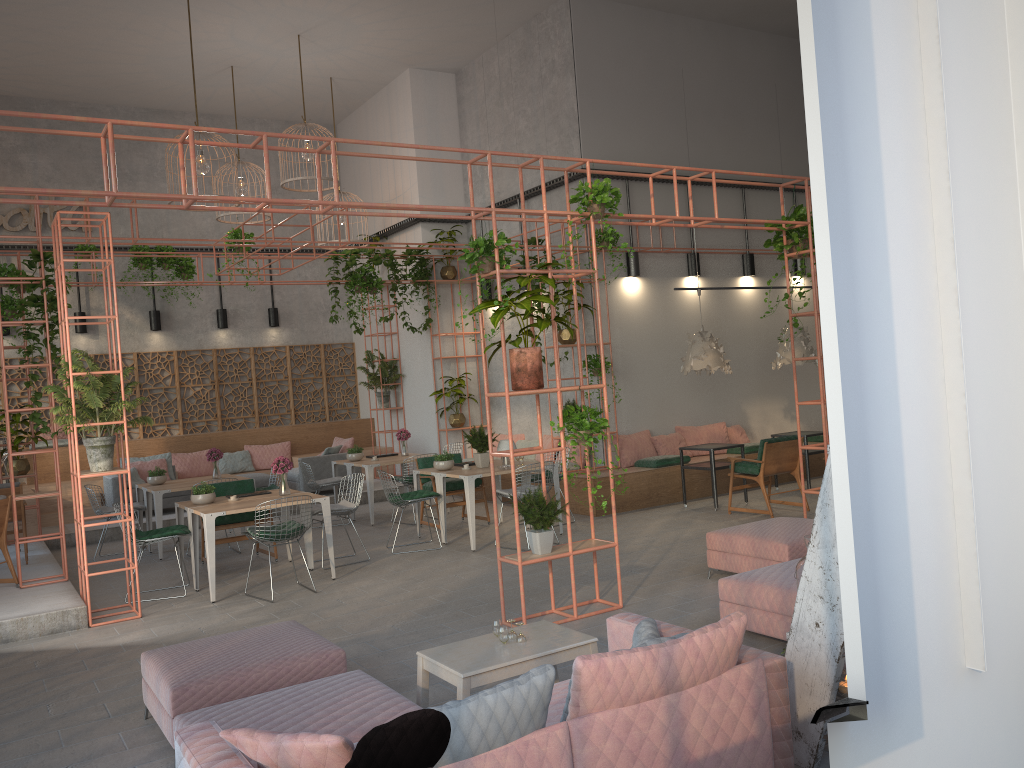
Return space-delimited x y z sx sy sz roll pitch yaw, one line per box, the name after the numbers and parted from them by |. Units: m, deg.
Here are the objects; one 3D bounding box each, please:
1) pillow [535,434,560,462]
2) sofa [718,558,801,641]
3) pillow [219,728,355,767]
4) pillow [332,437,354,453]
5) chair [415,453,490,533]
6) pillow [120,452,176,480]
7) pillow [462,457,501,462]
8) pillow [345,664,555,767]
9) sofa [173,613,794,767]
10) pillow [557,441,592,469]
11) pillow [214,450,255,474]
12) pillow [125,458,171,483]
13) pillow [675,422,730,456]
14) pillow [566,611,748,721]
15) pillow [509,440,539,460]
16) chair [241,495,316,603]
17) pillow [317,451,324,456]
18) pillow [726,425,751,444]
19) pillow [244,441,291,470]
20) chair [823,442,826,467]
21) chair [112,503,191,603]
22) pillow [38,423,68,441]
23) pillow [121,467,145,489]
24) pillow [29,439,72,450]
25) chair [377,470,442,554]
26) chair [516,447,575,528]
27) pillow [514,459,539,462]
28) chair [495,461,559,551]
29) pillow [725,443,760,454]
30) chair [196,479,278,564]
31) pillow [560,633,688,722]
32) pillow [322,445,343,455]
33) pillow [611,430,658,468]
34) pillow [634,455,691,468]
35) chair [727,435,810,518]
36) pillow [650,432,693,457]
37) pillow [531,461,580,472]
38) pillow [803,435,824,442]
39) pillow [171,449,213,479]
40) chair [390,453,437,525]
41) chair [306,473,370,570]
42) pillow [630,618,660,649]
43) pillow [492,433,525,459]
0.536 1.018 13.624 0.276 0.474 0.839 -4 0 -11 | pillow
2.710 1.295 5.717 2.219 0.672 1.960 -5 0 -32 | sofa
-0.682 1.299 2.993 0.495 0.349 0.308 -4 0 18 | pillow
-2.946 1.155 15.206 0.273 0.476 0.836 -5 0 -31 | pillow
-0.794 1.395 11.547 0.722 0.917 0.685 -5 0 -32 | chair
-5.870 1.379 14.235 0.839 0.474 0.276 -5 0 -31 | pillow
-0.483 1.278 14.577 0.491 0.149 0.637 -5 0 -31 | pillow
-0.235 1.219 2.894 0.836 0.476 0.273 -5 0 -31 | pillow
-0.286 1.532 3.857 2.219 0.672 1.960 -5 0 -32 | sofa
0.896 1.042 13.089 0.289 0.385 0.666 -5 0 -36 | pillow
-4.929 1.398 15.747 0.666 0.385 0.289 -5 0 -36 | pillow
-5.800 1.407 14.100 0.666 0.385 0.289 -5 0 -31 | pillow
2.903 0.842 13.427 0.839 0.474 0.276 -4 0 -11 | pillow
0.539 1.156 3.361 0.839 0.474 0.276 -5 0 -31 | pillow
0.223 1.088 14.179 0.289 0.385 0.666 -5 0 -36 | pillow
-2.201 1.513 8.389 0.565 0.941 0.717 -5 0 -35 | chair
-3.230 1.242 15.166 0.479 0.317 0.441 -4 0 40 | pillow
3.440 0.845 13.784 0.666 0.385 0.289 -5 0 -36 | pillow
-4.427 1.312 16.085 0.839 0.474 0.276 -4 0 -11 | pillow
4.615 0.990 11.765 0.722 0.930 0.685 -5 0 -32 | chair
-3.514 1.611 8.745 0.717 0.941 0.565 -4 0 -15 | chair
-7.741 0.803 15.012 0.499 0.324 0.307 -4 0 -17 | pillow
-5.839 1.462 13.721 0.307 0.324 0.499 -4 0 3 | pillow
-7.652 1.004 14.731 0.637 0.149 0.491 -5 0 -31 | pillow
-1.163 1.425 10.224 0.717 0.941 0.565 -4 0 -15 | chair
0.407 1.301 11.208 0.717 0.941 0.565 -5 0 -30 | chair
0.068 1.241 13.686 0.491 0.149 0.637 -5 0 -31 | pillow
0.150 1.327 9.868 0.565 0.941 0.717 -5 0 -35 | chair
3.589 0.975 13.398 0.637 0.149 0.491 -5 0 -31 | pillow
-3.145 1.580 10.068 0.722 0.917 0.685 -5 0 -32 | chair
0.474 1.192 3.496 0.666 0.385 0.289 -5 0 -31 | pillow
-3.041 1.211 14.753 0.308 0.349 0.495 -4 0 18 | pillow
1.794 0.929 12.789 0.839 0.474 0.276 -5 0 -41 | pillow
2.121 1.091 12.487 0.637 0.149 0.491 -5 0 -31 | pillow
3.114 1.109 10.834 0.722 0.929 0.685 -5 0 -32 | chair
2.354 0.931 13.110 0.666 0.385 0.289 -5 0 -36 | pillow
0.602 1.205 12.821 0.491 0.149 0.637 -5 0 -31 | pillow
5.092 0.857 14.331 0.637 0.149 0.491 -5 0 -31 | pillow
-5.513 1.398 15.412 0.839 0.474 0.276 -5 0 -41 | pillow
-1.332 1.427 12.269 0.565 0.941 0.717 -5 0 -35 | chair
-1.944 1.487 9.729 0.717 0.941 0.565 -5 0 -30 | chair
0.521 1.237 3.876 0.307 0.324 0.500 -4 0 3 | pillow
-0.100 1.061 14.736 0.276 0.474 0.839 -5 0 -41 | pillow
